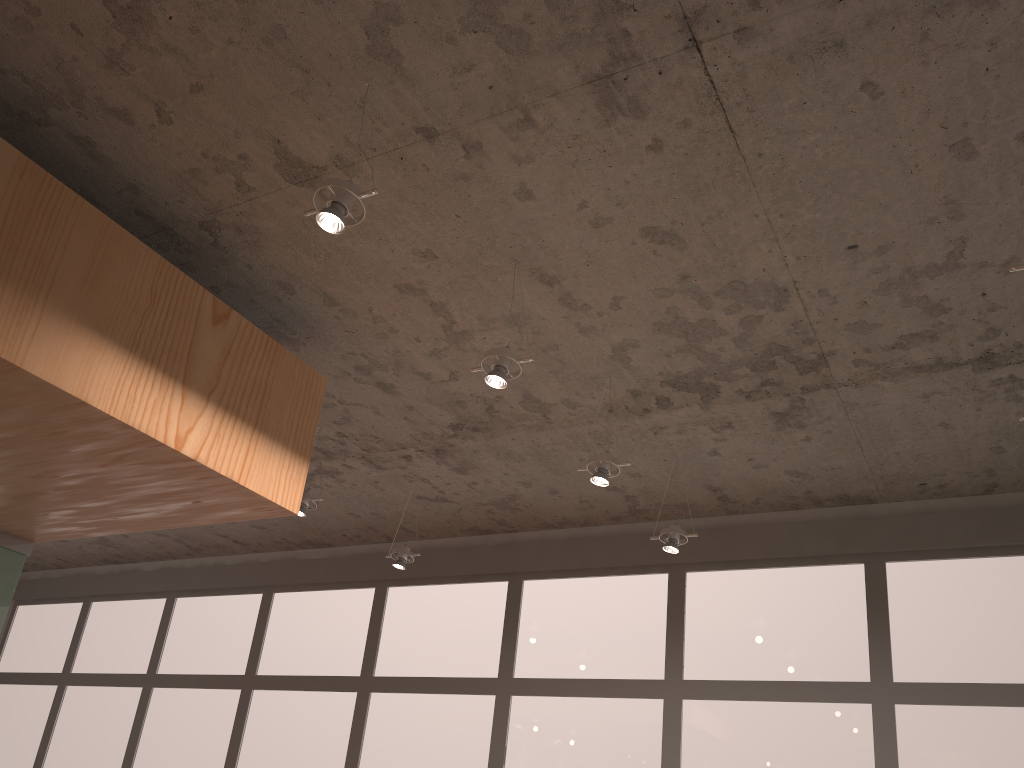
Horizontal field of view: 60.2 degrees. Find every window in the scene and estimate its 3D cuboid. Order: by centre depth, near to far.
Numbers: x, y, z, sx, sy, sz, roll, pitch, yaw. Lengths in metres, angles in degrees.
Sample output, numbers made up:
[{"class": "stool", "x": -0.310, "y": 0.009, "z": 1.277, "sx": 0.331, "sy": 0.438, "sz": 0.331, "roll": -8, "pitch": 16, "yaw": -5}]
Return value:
[{"class": "window", "x": -1.021, "y": 2.586, "z": 5.303, "sx": 8.637, "sy": 3.163, "sz": 0.064, "roll": -10, "pitch": -29, "yaw": 29}]

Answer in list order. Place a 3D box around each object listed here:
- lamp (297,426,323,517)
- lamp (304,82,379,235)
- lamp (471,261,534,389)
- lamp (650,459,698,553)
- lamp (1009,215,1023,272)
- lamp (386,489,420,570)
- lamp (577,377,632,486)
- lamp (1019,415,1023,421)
[{"class": "lamp", "x": -0.975, "y": 0.413, "z": 4.279, "sx": 0.199, "sy": 0.465, "sz": 0.138, "roll": 7, "pitch": -24, "yaw": -1}, {"class": "lamp", "x": -0.406, "y": -0.594, "z": 2.247, "sx": 0.199, "sy": 0.465, "sz": 0.138, "roll": 7, "pitch": -24, "yaw": -1}, {"class": "lamp", "x": -0.014, "y": -0.208, "z": 2.888, "sx": 0.199, "sy": 0.465, "sz": 0.138, "roll": 7, "pitch": -24, "yaw": -1}, {"class": "lamp", "x": 0.769, "y": 0.563, "z": 4.169, "sx": 0.199, "sy": 0.465, "sz": 0.138, "roll": 7, "pitch": -24, "yaw": -1}, {"class": "lamp", "x": 1.321, "y": -0.440, "z": 2.146, "sx": 0.199, "sy": 0.465, "sz": 0.138, "roll": 7, "pitch": -24, "yaw": -1}, {"class": "lamp", "x": -0.583, "y": 0.798, "z": 4.920, "sx": 0.199, "sy": 0.465, "sz": 0.138, "roll": 7, "pitch": -24, "yaw": -1}, {"class": "lamp", "x": 0.378, "y": 0.178, "z": 3.529, "sx": 0.199, "sy": 0.465, "sz": 0.138, "roll": 7, "pitch": -24, "yaw": -1}, {"class": "lamp", "x": 1.713, "y": -0.055, "z": 2.787, "sx": 0.199, "sy": 0.465, "sz": 0.138, "roll": 7, "pitch": -24, "yaw": -1}]
